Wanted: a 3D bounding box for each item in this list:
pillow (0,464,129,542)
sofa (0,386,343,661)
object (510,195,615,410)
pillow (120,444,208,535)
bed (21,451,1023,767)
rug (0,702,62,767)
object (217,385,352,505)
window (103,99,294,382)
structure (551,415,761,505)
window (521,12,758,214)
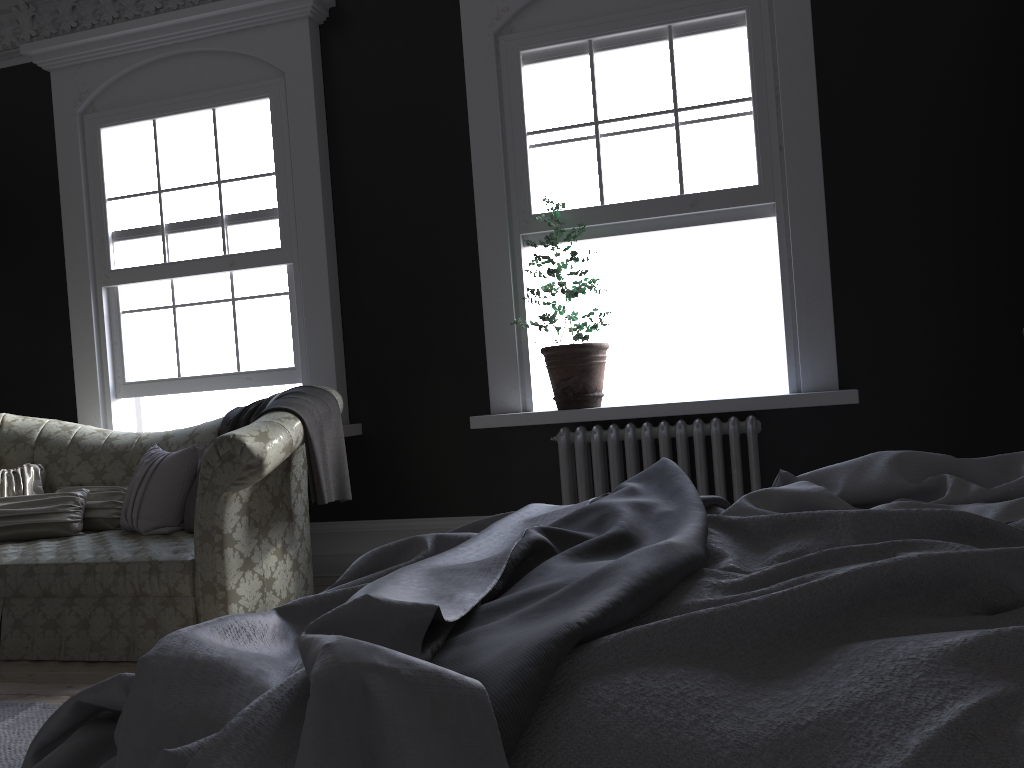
[{"bbox_3d":[-2.618,0.627,4.779,1.106,0.416,0.529,-5,0,15],"label":"pillow"},{"bbox_3d":[-2.129,0.678,4.718,2.814,1.161,1.605,-5,0,16],"label":"sofa"},{"bbox_3d":[0.293,-0.430,4.770,0.505,1.134,0.474,-4,0,-35],"label":"object"},{"bbox_3d":[-1.652,0.530,4.533,0.964,0.461,0.404,-5,0,23],"label":"pillow"},{"bbox_3d":[0.675,0.329,1.661,3.284,1.298,2.765,-4,-1,4],"label":"bed"},{"bbox_3d":[-2.779,1.234,2.484,3.646,0.050,2.105,-5,-1,16],"label":"rug"},{"bbox_3d":[-1.199,0.317,4.558,0.516,0.585,1.368,-4,-1,-25],"label":"object"},{"bbox_3d":[-1.967,-0.865,5.534,1.263,1.672,0.056,-4,0,15],"label":"window"},{"bbox_3d":[0.778,0.612,4.598,1.141,0.848,0.276,-4,0,15],"label":"structure"},{"bbox_3d":[0.674,-1.403,4.792,1.263,1.017,0.056,-4,0,15],"label":"window"}]
